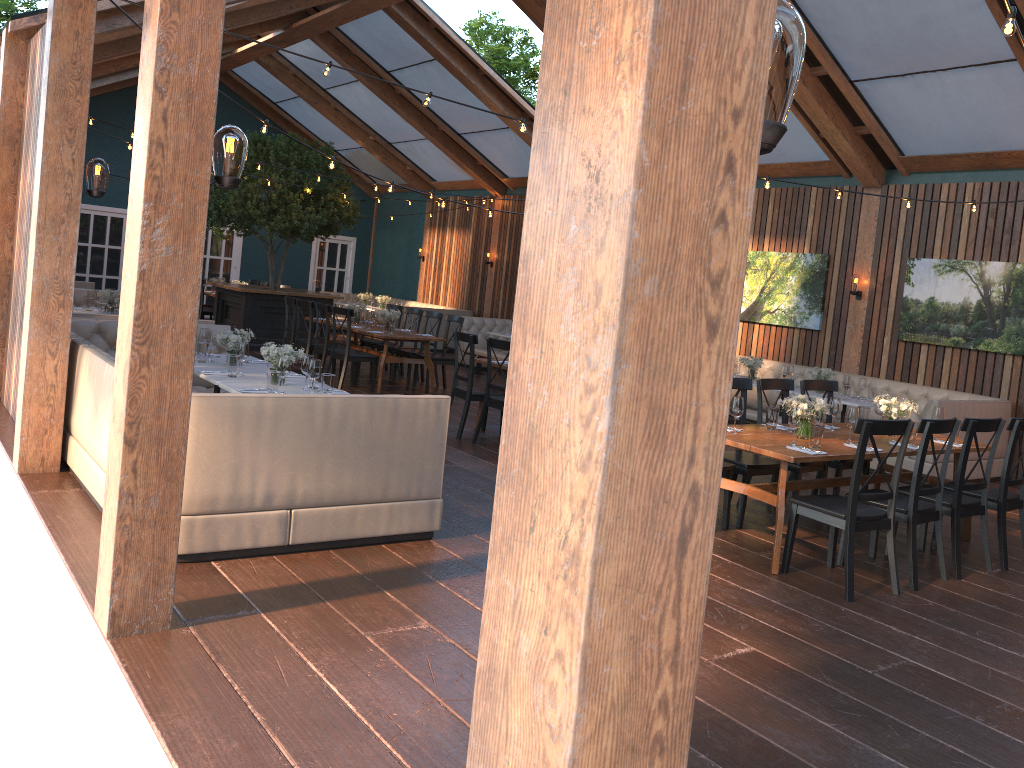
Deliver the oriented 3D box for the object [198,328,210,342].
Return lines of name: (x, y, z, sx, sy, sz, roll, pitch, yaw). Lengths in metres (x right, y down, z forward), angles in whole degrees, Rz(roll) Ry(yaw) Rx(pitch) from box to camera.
object: (-2.556, -0.339, 7.340, 0.092, 0.243, 0.092, 7, 3, 12)

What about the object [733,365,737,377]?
object: (2.689, -0.150, 10.782, 0.092, 0.157, 0.091, 9, 5, 40)

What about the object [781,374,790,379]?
object: (3.132, -0.029, 10.153, 0.092, 0.157, 0.091, 9, 5, 40)

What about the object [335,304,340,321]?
object: (-2.513, -1.025, 12.690, 0.092, 0.243, 0.092, 7, 3, 12)

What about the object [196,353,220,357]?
object: (-2.572, -0.248, 7.511, 0.157, 0.019, 0.257, 1, 8, -36)

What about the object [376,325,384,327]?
object: (-1.809, -0.819, 12.558, 0.254, 0.019, 0.158, 1, 8, -36)

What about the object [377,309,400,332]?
object: (-1.642, -0.855, 11.749, 0.329, 0.308, 0.338, 6, 5, 1)

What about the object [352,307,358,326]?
object: (-2.175, -0.932, 12.205, 0.092, 0.243, 0.093, 3, 4, -39)

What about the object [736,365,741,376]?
object: (2.860, -0.188, 11.248, 0.092, 0.157, 0.091, 9, 5, 40)

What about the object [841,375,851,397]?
object: (3.732, 0.022, 9.888, 0.092, 0.243, 0.092, 6, 3, 6)

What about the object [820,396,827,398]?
object: (3.457, 0.139, 9.615, 0.254, 0.019, 0.158, 1, 8, -36)

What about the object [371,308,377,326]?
object: (-1.959, -0.948, 12.544, 0.092, 0.243, 0.093, 3, 4, -39)

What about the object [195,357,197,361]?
object: (-2.603, -0.207, 7.138, 0.254, 0.019, 0.158, 1, 8, -36)

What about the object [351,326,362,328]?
object: (-2.062, -0.758, 11.791, 0.254, 0.019, 0.158, 1, 8, -36)

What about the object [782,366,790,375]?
object: (3.169, -0.081, 10.255, 0.092, 0.243, 0.092, 6, 3, 6)

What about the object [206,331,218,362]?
object: (-2.426, -0.301, 7.137, 0.092, 0.243, 0.092, 7, 3, 12)

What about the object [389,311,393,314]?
object: (-1.676, -0.868, 12.097, 0.092, 0.243, 0.092, 6, 3, 6)

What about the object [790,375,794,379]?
object: (3.325, -0.062, 10.601, 0.092, 0.157, 0.091, 9, 5, 40)

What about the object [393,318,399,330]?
object: (-1.616, -0.833, 12.231, 0.092, 0.157, 0.092, 7, 4, 20)

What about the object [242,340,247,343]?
object: (-2.293, -0.287, 7.501, 0.092, 0.157, 0.091, 9, 5, 40)

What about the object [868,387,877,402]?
object: (3.923, 0.114, 9.642, 0.092, 0.157, 0.091, 9, 5, 40)

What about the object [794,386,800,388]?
object: (3.449, 0.033, 10.505, 0.254, 0.019, 0.158, 1, 8, -36)

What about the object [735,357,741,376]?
object: (2.831, -0.221, 11.142, 0.092, 0.243, 0.092, 7, 3, 12)

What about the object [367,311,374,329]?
object: (-1.896, -0.854, 11.791, 0.092, 0.243, 0.093, 4, 4, -33)

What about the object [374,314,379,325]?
object: (-1.948, -0.921, 12.647, 0.091, 0.157, 0.092, 5, 4, -10)

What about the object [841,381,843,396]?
object: (3.760, 0.056, 9.995, 0.092, 0.157, 0.091, 9, 5, 40)

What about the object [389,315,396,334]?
object: (-1.533, -0.761, 11.328, 0.092, 0.243, 0.093, 4, 4, -33)

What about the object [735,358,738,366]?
object: (2.727, -0.202, 10.884, 0.092, 0.243, 0.092, 7, 3, 12)

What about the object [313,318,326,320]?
object: (-2.716, -0.933, 12.688, 0.254, 0.019, 0.158, 1, 8, -36)

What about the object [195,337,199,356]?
object: (-2.664, -0.311, 7.375, 0.092, 0.157, 0.091, 9, 5, 40)

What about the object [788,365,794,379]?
object: (3.296, -0.096, 10.495, 0.092, 0.243, 0.092, 6, 3, 6)

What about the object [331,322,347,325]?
object: (-2.350, -0.838, 12.211, 0.254, 0.019, 0.158, 1, 8, -36)

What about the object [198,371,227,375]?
object: (-2.161, -0.086, 6.509, 0.254, 0.019, 0.158, 1, 8, -36)

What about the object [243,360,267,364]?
object: (-2.169, -0.192, 7.404, 0.254, 0.019, 0.158, 1, 8, -36)

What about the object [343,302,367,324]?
object: (-2.227, -1.019, 12.614, 0.335, 0.308, 0.331, 2, 7, -40)

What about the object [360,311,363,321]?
object: (-2.266, -1.009, 13.139, 0.091, 0.157, 0.092, 5, 4, -10)

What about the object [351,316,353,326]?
object: (-2.215, -0.879, 12.088, 0.091, 0.157, 0.092, 4, 4, -30)

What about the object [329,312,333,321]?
object: (-2.558, -0.972, 12.563, 0.091, 0.157, 0.092, 5, 4, -20)

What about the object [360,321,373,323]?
object: (-2.155, -0.913, 13.021, 0.254, 0.019, 0.158, 1, 8, -36)

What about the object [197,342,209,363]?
object: (-2.464, -0.250, 7.035, 0.092, 0.157, 0.091, 9, 5, 40)

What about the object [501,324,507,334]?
object: (-0.141, -0.921, 14.776, 0.092, 0.157, 0.091, 9, 5, 40)

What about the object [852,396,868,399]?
object: (3.885, 0.150, 9.898, 0.254, 0.019, 0.158, 1, 8, -36)

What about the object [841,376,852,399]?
object: (3.634, 0.044, 9.613, 0.092, 0.243, 0.092, 6, 3, 6)

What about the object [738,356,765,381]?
object: (2.931, -0.201, 10.781, 0.328, 0.308, 0.338, 5, 5, -14)

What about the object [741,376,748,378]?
object: (2.984, -0.093, 11.152, 0.254, 0.019, 0.158, 1, 8, -36)

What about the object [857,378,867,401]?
object: (3.824, 0.057, 9.673, 0.092, 0.243, 0.092, 6, 3, 6)

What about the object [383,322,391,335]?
object: (-1.583, -0.707, 11.189, 0.092, 0.157, 0.092, 6, 4, 0)

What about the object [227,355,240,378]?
object: (-2.021, -0.129, 6.406, 0.092, 0.157, 0.091, 9, 5, 40)

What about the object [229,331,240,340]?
object: (-2.322, -0.321, 7.394, 0.092, 0.243, 0.092, 7, 3, 12)

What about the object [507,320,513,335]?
object: (-0.033, -0.949, 14.741, 0.092, 0.243, 0.092, 7, 3, 12)

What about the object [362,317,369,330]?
object: (-1.933, -0.798, 11.653, 0.091, 0.157, 0.092, 5, 4, -10)

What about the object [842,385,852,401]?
object: (3.597, 0.096, 9.511, 0.092, 0.157, 0.091, 9, 5, 40)

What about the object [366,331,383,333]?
object: (-1.726, -0.667, 11.319, 0.254, 0.019, 0.158, 1, 8, -36)

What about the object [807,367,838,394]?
object: (3.500, -0.051, 10.024, 0.337, 0.308, 0.329, 9, 6, 28)

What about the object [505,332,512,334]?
object: (-0.049, -0.857, 14.912, 0.157, 0.019, 0.257, 1, 8, -36)

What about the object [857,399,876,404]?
object: (3.816, 0.189, 9.513, 0.157, 0.019, 0.257, 1, 8, -36)
